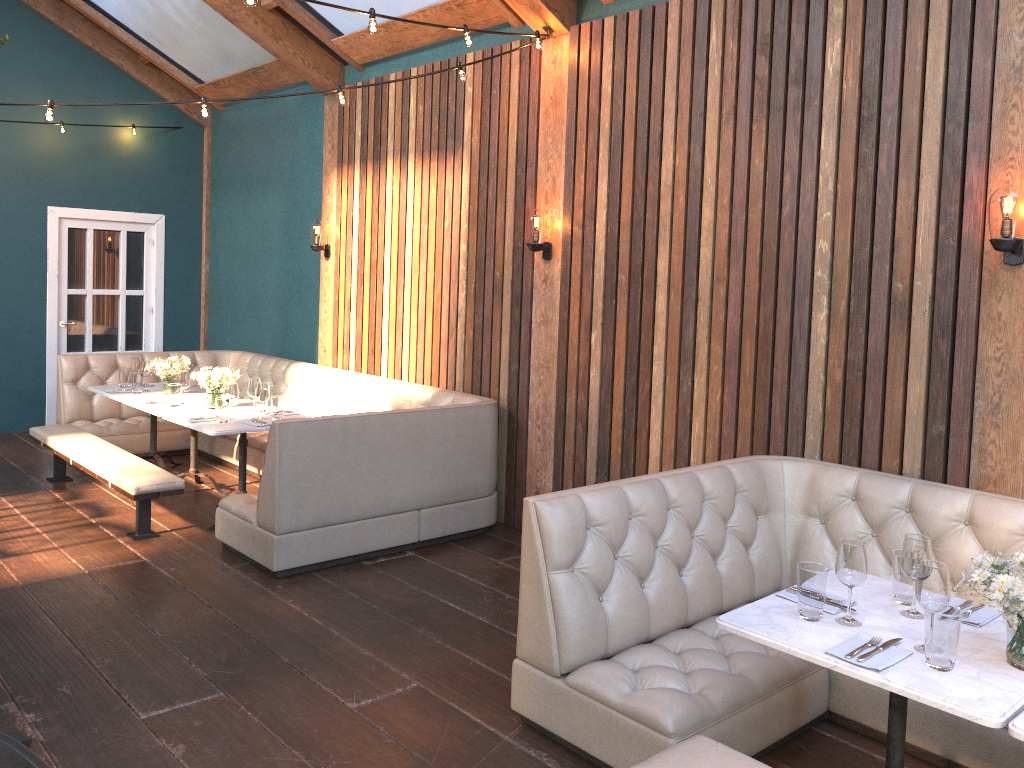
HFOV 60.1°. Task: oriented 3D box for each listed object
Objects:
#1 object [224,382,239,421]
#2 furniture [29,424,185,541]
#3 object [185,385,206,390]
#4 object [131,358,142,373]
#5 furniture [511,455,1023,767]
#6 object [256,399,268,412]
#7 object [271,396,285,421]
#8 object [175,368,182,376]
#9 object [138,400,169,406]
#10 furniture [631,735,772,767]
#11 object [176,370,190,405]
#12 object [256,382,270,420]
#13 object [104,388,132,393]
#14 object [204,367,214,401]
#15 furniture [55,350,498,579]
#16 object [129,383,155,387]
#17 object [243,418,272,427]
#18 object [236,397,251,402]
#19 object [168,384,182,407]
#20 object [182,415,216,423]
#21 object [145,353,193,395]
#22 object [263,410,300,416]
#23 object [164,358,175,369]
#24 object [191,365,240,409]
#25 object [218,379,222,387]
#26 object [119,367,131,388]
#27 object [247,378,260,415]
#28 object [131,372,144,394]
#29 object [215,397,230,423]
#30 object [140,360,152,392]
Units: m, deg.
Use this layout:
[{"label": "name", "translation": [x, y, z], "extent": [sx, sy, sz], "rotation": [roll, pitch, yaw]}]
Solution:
[{"label": "object", "translation": [-1.837, 0.115, 5.789], "extent": [0.092, 0.243, 0.092], "rotation": [2, 3, 6]}, {"label": "furniture", "translation": [-2.862, 0.637, 6.107], "extent": [0.313, 0.397, 2.338], "rotation": [-2, 8, -42]}, {"label": "object", "translation": [-2.642, 0.026, 7.252], "extent": [0.255, 0.019, 0.158], "rotation": [-4, 9, -41]}, {"label": "object", "translation": [-3.031, -0.088, 7.147], "extent": [0.092, 0.243, 0.092], "rotation": [2, 3, 0]}, {"label": "furniture", "translation": [2.023, 1.028, 2.323], "extent": [1.711, 0.855, 4.174], "rotation": [-3, 8, -42]}, {"label": "object", "translation": [-1.748, 0.114, 6.181], "extent": [0.092, 0.157, 0.092], "rotation": [5, 5, 34]}, {"label": "object", "translation": [-1.548, 0.161, 5.848], "extent": [0.092, 0.157, 0.092], "rotation": [5, 5, 34]}, {"label": "object", "translation": [-2.782, -0.059, 7.334], "extent": [0.092, 0.157, 0.092], "rotation": [5, 5, 34]}, {"label": "object", "translation": [-2.539, 0.135, 6.363], "extent": [0.255, 0.019, 0.158], "rotation": [-4, 9, -41]}, {"label": "furniture", "translation": [1.186, 1.315, 1.594], "extent": [0.313, 0.397, 2.338], "rotation": [-2, 8, -42]}, {"label": "object", "translation": [-2.370, 0.026, 6.379], "extent": [0.092, 0.243, 0.092], "rotation": [2, 3, 6]}, {"label": "object", "translation": [-1.653, 0.112, 5.867], "extent": [0.092, 0.243, 0.092], "rotation": [2, 3, 6]}, {"label": "object", "translation": [-3.048, 0.048, 6.943], "extent": [0.255, 0.019, 0.158], "rotation": [-4, 9, -41]}, {"label": "object", "translation": [-2.269, 0.000, 6.630], "extent": [0.092, 0.243, 0.092], "rotation": [2, 3, 6]}, {"label": "furniture", "translation": [-2.003, 0.353, 6.811], "extent": [1.711, 0.855, 4.174], "rotation": [-3, 8, -42]}, {"label": "object", "translation": [-3.056, 0.003, 7.317], "extent": [0.157, 0.019, 0.256], "rotation": [-4, 9, -41]}, {"label": "object", "translation": [-1.636, 0.244, 5.709], "extent": [0.157, 0.019, 0.256], "rotation": [-4, 9, -41]}, {"label": "object", "translation": [-2.109, 0.115, 6.657], "extent": [0.255, 0.019, 0.158], "rotation": [-4, 9, -41]}, {"label": "object", "translation": [-2.394, 0.081, 6.274], "extent": [0.092, 0.157, 0.092], "rotation": [5, 5, 34]}, {"label": "object", "translation": [-2.005, 0.224, 5.773], "extent": [0.255, 0.019, 0.158], "rotation": [-4, 9, -41]}, {"label": "object", "translation": [-2.668, -0.077, 6.880], "extent": [0.329, 0.308, 0.337], "rotation": [3, 5, 13]}, {"label": "object", "translation": [-1.608, 0.199, 6.099], "extent": [0.255, 0.019, 0.158], "rotation": [-4, 9, -41]}, {"label": "object", "translation": [-2.803, -0.090, 7.225], "extent": [0.092, 0.243, 0.092], "rotation": [2, 3, 0]}, {"label": "object", "translation": [-2.103, 0.016, 6.272], "extent": [0.336, 0.308, 0.330], "rotation": [2, 5, 0]}, {"label": "object", "translation": [-2.249, 0.031, 6.739], "extent": [0.092, 0.157, 0.092], "rotation": [5, 5, 34]}, {"label": "object", "translation": [-3.140, -0.052, 7.171], "extent": [0.092, 0.157, 0.092], "rotation": [5, 5, 34]}, {"label": "object", "translation": [-1.769, 0.084, 6.072], "extent": [0.092, 0.243, 0.092], "rotation": [2, 3, 6]}, {"label": "object", "translation": [-2.903, -0.006, 6.854], "extent": [0.092, 0.157, 0.092], "rotation": [5, 5, 34]}, {"label": "object", "translation": [-1.860, 0.169, 5.684], "extent": [0.092, 0.157, 0.092], "rotation": [5, 5, 34]}, {"label": "object", "translation": [-2.880, -0.061, 6.958], "extent": [0.092, 0.243, 0.092], "rotation": [2, 3, 0]}]
